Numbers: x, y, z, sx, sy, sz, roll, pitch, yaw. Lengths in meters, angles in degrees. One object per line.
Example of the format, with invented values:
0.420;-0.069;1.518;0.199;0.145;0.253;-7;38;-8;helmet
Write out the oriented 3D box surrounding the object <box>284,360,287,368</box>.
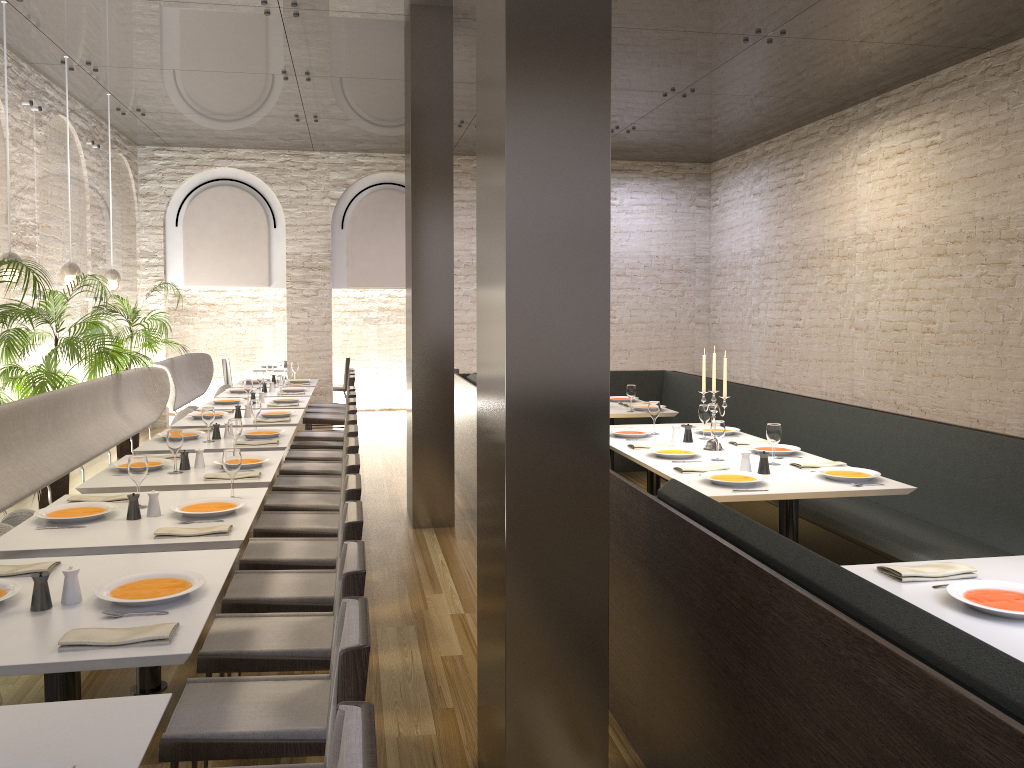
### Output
-3.393;-0.300;13.281;0.059;0.109;0.059;0;3;-8;object

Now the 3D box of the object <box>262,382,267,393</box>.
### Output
-2.611;0.035;9.349;0.059;0.109;0.059;1;3;25;object

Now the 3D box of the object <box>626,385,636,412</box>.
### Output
1.019;0.124;7.578;0.086;0.230;0.086;1;3;26;object

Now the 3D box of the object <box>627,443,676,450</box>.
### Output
0.888;0.395;5.644;0.273;0.033;0.143;-1;5;-10;object

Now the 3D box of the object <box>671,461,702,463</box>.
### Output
1.006;0.445;5.095;0.185;0.010;0.017;-1;4;-10;object

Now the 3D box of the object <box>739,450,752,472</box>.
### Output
1.261;0.419;4.782;0.069;0.126;0.069;1;3;13;object

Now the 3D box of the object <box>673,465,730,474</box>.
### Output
1.035;0.464;4.834;0.273;0.033;0.143;-1;5;-10;object

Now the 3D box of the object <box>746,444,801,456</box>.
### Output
1.600;0.406;5.424;0.321;0.036;0.322;1;5;9;object

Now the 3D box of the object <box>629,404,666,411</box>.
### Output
1.182;0.211;7.725;0.322;0.036;0.322;-3;6;-34;object

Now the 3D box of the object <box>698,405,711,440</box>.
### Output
1.305;0.258;6.002;0.086;0.230;0.087;0;3;2;object

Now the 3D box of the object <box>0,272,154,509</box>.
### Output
-3.774;0.040;7.391;1.189;1.971;1.147;2;4;30;object

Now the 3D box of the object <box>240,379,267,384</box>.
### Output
-3.067;-0.023;10.496;0.321;0.036;0.322;2;5;27;object

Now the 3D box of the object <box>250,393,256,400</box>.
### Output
-2.415;0.127;8.265;0.059;0.109;0.059;1;3;25;object

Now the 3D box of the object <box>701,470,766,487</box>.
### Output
1.123;0.485;4.500;0.321;0.036;0.322;-1;5;-12;object

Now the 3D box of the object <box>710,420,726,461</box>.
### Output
1.198;0.330;5.157;0.086;0.230;0.087;-1;3;-10;object

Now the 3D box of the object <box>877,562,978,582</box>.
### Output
1.377;0.618;2.944;0.273;0.033;0.143;-1;5;-10;object

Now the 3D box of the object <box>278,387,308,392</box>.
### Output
-2.335;0.064;9.468;0.321;0.036;0.322;2;5;27;object

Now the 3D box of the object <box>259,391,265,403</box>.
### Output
-2.354;0.122;8.322;0.059;0.109;0.059;1;3;25;object

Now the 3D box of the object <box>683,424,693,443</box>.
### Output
1.166;0.327;5.866;0.069;0.126;0.069;-1;3;-17;object

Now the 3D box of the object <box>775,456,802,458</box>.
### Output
1.631;0.430;5.231;0.181;0.015;0.038;-1;5;-9;object

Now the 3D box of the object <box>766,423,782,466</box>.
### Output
1.483;0.342;5.021;0.086;0.230;0.086;2;3;32;object

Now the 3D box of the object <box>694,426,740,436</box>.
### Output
1.448;0.335;6.260;0.322;0.036;0.322;-1;5;-15;object

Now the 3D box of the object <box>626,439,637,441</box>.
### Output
0.853;0.373;5.940;0.185;0.010;0.017;-1;4;-10;object

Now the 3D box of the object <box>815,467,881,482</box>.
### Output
1.747;0.476;4.611;0.322;0.036;0.322;-3;6;-34;object

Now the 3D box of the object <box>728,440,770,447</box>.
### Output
1.565;0.384;5.766;0.273;0.033;0.143;-1;5;-10;object

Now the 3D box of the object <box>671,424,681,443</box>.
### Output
1.084;0.328;5.854;0.069;0.126;0.069;-1;3;-17;object

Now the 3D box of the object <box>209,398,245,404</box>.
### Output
-2.667;0.164;8.290;0.321;0.036;0.322;2;5;27;object

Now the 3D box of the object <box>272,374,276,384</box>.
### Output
-2.815;-0.061;10.470;0.059;0.109;0.059;1;3;25;object

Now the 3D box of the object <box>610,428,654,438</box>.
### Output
0.823;0.345;6.149;0.322;0.036;0.322;-1;5;-15;object

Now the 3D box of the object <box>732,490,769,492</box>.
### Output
1.153;0.514;4.286;0.185;0.010;0.017;-1;4;-10;object

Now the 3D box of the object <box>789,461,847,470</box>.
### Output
1.712;0.453;4.957;0.273;0.033;0.143;-1;5;-10;object

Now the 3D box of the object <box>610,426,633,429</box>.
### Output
0.734;0.323;6.489;0.273;0.033;0.143;-1;5;-10;object

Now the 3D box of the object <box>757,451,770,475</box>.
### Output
1.350;0.422;4.748;0.069;0.126;0.069;1;3;21;object

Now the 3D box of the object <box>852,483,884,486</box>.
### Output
1.778;0.499;4.421;0.181;0.015;0.038;-1;5;-9;object

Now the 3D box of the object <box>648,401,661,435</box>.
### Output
1.002;0.238;6.239;0.086;0.230;0.087;0;3;2;object

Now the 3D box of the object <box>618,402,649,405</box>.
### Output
1.132;0.181;8.155;0.273;0.033;0.143;-1;5;-10;object

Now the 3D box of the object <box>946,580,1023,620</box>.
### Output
1.463;0.645;2.622;0.321;0.036;0.322;1;5;9;object

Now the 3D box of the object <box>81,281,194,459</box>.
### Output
-4.198;-0.166;9.815;1.146;1.971;1.190;-2;4;-30;object

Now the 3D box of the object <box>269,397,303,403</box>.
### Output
-2.138;0.156;8.384;0.321;0.036;0.322;2;5;27;object

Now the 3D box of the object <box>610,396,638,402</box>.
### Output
1.049;0.148;8.459;0.322;0.036;0.322;4;6;38;object

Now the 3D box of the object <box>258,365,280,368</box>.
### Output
-3.645;-0.262;13.306;0.322;0.036;0.322;2;5;25;object

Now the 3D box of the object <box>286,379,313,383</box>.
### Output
-2.538;-0.031;10.589;0.321;0.036;0.322;2;5;27;object

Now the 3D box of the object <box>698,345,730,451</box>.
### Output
1.263;0.083;5.543;0.131;0.655;0.391;0;3;1;object

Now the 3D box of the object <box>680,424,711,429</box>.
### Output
1.412;0.312;6.611;0.273;0.033;0.143;-1;5;-10;object

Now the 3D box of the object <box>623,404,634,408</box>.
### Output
1.159;0.194;8.003;0.273;0.033;0.143;-1;5;-10;object

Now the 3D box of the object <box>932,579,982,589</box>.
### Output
1.419;0.636;2.820;0.181;0.015;0.038;-1;5;-9;object

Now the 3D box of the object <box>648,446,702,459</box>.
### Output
0.975;0.416;5.313;0.321;0.036;0.322;1;5;9;object

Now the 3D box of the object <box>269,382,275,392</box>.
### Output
-2.550;0.030;9.407;0.059;0.109;0.059;1;3;25;object

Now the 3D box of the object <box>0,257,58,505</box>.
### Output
-3.413;0.209;5.414;1.145;1.971;1.190;1;3;20;object

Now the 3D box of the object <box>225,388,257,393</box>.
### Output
-2.864;0.072;9.375;0.321;0.036;0.322;2;5;27;object

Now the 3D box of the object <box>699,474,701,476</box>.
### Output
1.076;0.475;4.710;0.181;0.015;0.038;-1;5;-9;object
